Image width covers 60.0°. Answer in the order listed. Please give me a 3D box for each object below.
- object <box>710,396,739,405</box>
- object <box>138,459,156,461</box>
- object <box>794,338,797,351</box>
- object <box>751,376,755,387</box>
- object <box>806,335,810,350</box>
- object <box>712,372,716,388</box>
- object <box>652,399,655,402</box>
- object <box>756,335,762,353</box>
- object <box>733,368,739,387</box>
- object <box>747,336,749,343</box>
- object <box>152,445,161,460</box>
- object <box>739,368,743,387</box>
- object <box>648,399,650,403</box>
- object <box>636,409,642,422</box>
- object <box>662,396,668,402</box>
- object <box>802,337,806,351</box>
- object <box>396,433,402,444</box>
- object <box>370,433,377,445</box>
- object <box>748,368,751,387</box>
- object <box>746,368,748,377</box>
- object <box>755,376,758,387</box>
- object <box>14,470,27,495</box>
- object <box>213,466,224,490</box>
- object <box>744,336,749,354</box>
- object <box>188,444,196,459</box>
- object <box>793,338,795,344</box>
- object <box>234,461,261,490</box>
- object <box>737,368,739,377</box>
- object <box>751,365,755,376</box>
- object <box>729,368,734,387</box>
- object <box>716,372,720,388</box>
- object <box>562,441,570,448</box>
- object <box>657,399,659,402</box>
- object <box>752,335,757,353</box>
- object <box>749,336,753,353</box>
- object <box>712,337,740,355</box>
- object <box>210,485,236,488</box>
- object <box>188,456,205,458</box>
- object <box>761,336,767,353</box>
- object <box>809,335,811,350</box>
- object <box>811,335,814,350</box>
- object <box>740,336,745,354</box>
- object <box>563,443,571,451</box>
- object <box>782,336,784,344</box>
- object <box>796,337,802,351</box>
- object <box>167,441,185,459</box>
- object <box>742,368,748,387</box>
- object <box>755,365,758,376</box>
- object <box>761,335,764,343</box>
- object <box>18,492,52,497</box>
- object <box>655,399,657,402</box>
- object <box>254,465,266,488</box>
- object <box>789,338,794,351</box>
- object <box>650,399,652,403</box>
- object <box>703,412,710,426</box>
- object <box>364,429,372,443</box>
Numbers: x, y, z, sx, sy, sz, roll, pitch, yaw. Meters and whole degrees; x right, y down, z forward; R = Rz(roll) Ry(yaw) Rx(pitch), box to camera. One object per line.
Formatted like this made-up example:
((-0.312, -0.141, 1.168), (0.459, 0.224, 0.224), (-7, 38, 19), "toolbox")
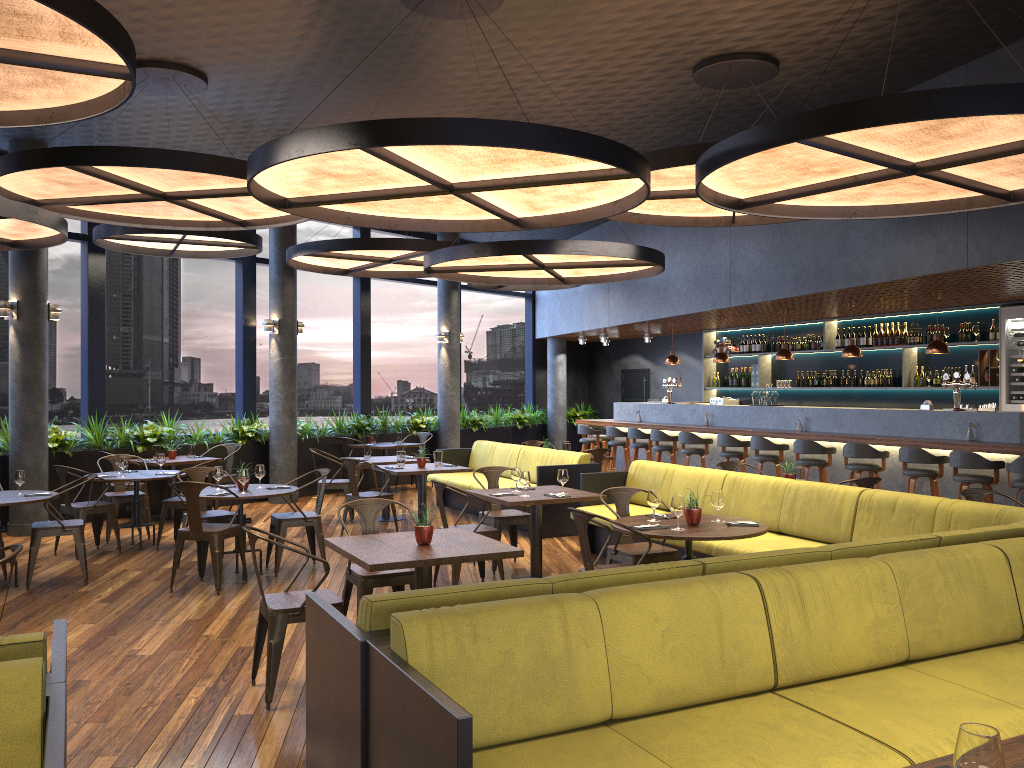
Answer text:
((3.691, 0.502, 15.699), (0.550, 0.569, 0.355), (0, 0, -26), "object")
((-4.580, 0.951, 11.114), (0.255, 0.019, 0.157), (0, 0, 39), "object")
((4.585, -0.633, 14.304), (0.068, 0.217, 0.068), (0, 0, -7), "object")
((4.135, -0.038, 15.096), (0.080, 0.192, 0.098), (0, 0, -26), "object")
((4.671, -0.653, 13.994), (0.063, 0.254, 0.063), (0, 0, 21), "object")
((3.680, -0.075, 16.117), (0.079, 0.281, 0.079), (0, 0, -8), "object")
((2.462, 0.292, 15.420), (0.042, 0.059, 0.042), (0, 0, -29), "object")
((4.167, -0.677, 14.960), (0.085, 0.310, 0.086), (0, 0, 7), "object")
((3.916, -0.110, 15.492), (0.094, 0.340, 0.094), (0, 0, -12), "object")
((4.075, -0.675, 15.359), (0.085, 0.310, 0.086), (0, 0, 14), "object")
((-4.518, 0.872, 11.269), (0.102, 0.178, 0.102), (0, 0, -44), "object")
((4.020, -0.111, 15.514), (0.094, 0.340, 0.094), (0, 0, -4), "object")
((2.374, 0.292, 15.388), (0.042, 0.059, 0.042), (0, 0, -29), "object")
((2.077, 0.517, 14.557), (0.114, 0.203, 0.069), (0, 0, 21), "object")
((2.941, 0.268, 15.724), (0.766, 0.106, 0.200), (0, 0, -26), "object")
((4.686, -0.637, 14.194), (0.088, 0.224, 0.088), (0, 0, -32), "object")
((-1.826, 0.878, 14.346), (0.102, 0.178, 0.102), (0, 0, -34), "object")
((-2.219, 0.878, 14.186), (0.102, 0.178, 0.102), (0, 0, -44), "object")
((4.121, -0.112, 15.333), (0.094, 0.340, 0.094), (0, 0, -4), "object")
((4.065, -0.111, 15.427), (0.094, 0.340, 0.094), (0, 0, -17), "object")
((4.179, -0.038, 15.006), (0.080, 0.192, 0.098), (0, 0, -26), "object")
((-4.213, 0.843, 7.595), (0.097, 0.206, 0.097), (0, 0, -37), "object")
((-2.628, 0.840, 7.934), (0.097, 0.206, 0.097), (0, 0, 15), "object")
((4.029, -0.675, 15.232), (0.085, 0.310, 0.086), (0, 0, 1), "object")
((-4.125, 0.871, 11.429), (0.102, 0.178, 0.102), (0, 0, -34), "object")
((4.572, -0.633, 14.389), (0.068, 0.217, 0.068), (0, 0, -22), "object")
((-2.387, 0.804, 7.888), (0.260, 0.271, 0.238), (0, 0, 12), "object")
((3.962, -0.110, 15.599), (0.094, 0.340, 0.094), (0, 0, -20), "object")
((4.136, -0.230, 15.098), (0.080, 0.192, 0.098), (0, 0, -26), "object")
((3.860, -0.110, 15.574), (0.094, 0.340, 0.094), (0, 0, -4), "object")
((3.723, -0.076, 16.037), (0.079, 0.281, 0.079), (0, 0, -23), "object")
((0.726, 0.860, 11.935), (0.102, 0.178, 0.102), (0, 0, 9), "object")
((2.544, 0.292, 15.477), (0.042, 0.059, 0.042), (0, 0, -29), "object")
((4.123, -0.676, 15.053), (0.085, 0.310, 0.086), (0, 0, -7), "object")
((4.116, -0.675, 15.271), (0.085, 0.310, 0.086), (0, 0, -15), "object")
((3.808, -0.675, 15.836), (0.229, 0.319, 0.579), (0, 0, -26), "object")
((-2.625, 0.935, 8.107), (0.255, 0.019, 0.157), (0, 0, 42), "object")
((-4.129, 0.952, 11.603), (0.255, 0.019, 0.157), (0, 0, 39), "object")
((4.223, -0.660, 14.858), (0.083, 0.301, 0.083), (0, 0, -19), "object")
((4.741, -0.653, 14.109), (0.063, 0.254, 0.063), (0, 0, -19), "object")
((4.756, -0.653, 14.022), (0.063, 0.254, 0.063), (0, 0, 1), "object")
((3.990, -0.675, 15.317), (0.085, 0.310, 0.086), (0, 0, 7), "object")
((0.714, 0.858, 11.510), (0.102, 0.178, 0.102), (0, 0, -41), "object")
((4.427, -0.650, 14.443), (0.063, 0.254, 0.063), (0, 0, -9), "object")
((4.587, -0.637, 14.154), (0.088, 0.224, 0.088), (0, 0, -32), "object")
((-4.356, 0.825, 11.391), (0.260, 0.271, 0.238), (0, 0, -10), "object")
((4.019, -0.111, 15.307), (0.094, 0.340, 0.094), (0, 0, 13), "object")
((4.179, -0.231, 15.006), (0.080, 0.192, 0.098), (0, 0, -26), "object")
((4.252, -0.677, 15.002), (0.085, 0.310, 0.086), (0, 0, 14), "object")
((-4.050, 0.937, 7.532), (0.255, 0.019, 0.157), (0, 0, -28), "object")
((2.498, 0.292, 15.456), (0.042, 0.059, 0.042), (0, 0, -29), "object")
((-2.292, 0.840, 8.068), (0.097, 0.206, 0.097), (0, 0, 35), "object")
((4.498, -0.633, 14.270), (0.068, 0.217, 0.068), (0, 0, -37), "object")
((2.417, 0.292, 15.408), (0.042, 0.059, 0.042), (0, 0, -29), "object")
((2.860, 0.508, 13.007), (0.114, 0.203, 0.069), (0, 0, 24), "object")
((-2.325, 0.833, 14.479), (0.260, 0.271, 0.238), (0, 0, -25), "object")
